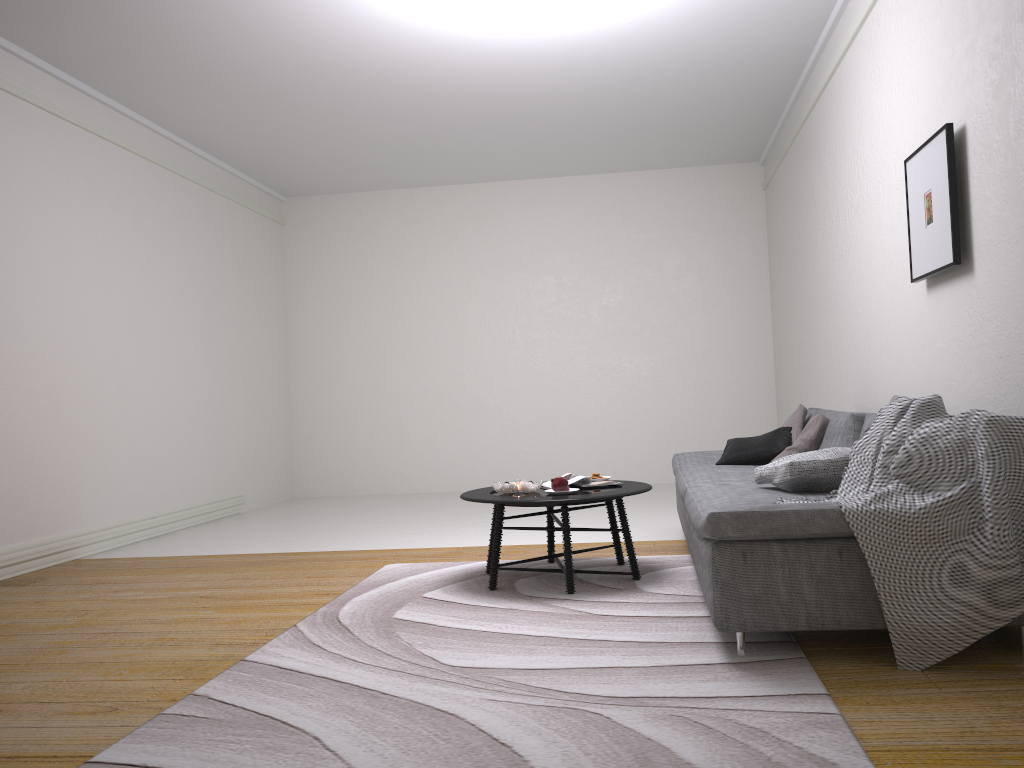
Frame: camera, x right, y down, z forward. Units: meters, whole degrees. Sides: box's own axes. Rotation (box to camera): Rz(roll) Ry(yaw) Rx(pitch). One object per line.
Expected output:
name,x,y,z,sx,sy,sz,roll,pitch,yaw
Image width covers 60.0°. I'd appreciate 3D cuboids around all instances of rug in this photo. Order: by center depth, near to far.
rug,-0.004,0.934,3.040,1.942,0.008,3.724,-3,-1,8

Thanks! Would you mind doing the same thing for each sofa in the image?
sofa,1.376,0.532,4.268,1.097,0.772,3.071,-3,-1,8

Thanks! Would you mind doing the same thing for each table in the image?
table,0.227,0.742,4.361,0.941,0.449,0.947,-3,-1,5

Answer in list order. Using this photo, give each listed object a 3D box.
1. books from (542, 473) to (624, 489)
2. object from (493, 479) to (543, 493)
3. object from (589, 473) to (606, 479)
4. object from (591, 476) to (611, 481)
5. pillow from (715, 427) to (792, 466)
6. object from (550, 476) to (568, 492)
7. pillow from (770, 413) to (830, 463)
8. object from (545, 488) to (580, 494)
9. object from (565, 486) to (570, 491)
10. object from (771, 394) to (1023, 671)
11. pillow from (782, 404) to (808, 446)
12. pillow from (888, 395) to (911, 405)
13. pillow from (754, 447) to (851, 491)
books,0.348,0.492,4.563,0.376,0.048,0.302,-2,-1,-14
object,0.031,0.506,4.399,0.250,0.062,0.256,-3,-1,15
object,0.444,0.490,4.698,0.122,0.036,0.117,-2,-2,-31
object,0.443,0.503,4.695,0.169,0.015,0.166,-3,-1,-11
pillow,1.429,0.397,5.204,0.414,0.268,0.408,-3,-1,27
object,0.233,0.481,4.236,0.108,0.082,0.090,-4,-2,42
pillow,1.609,0.327,4.997,0.336,0.318,0.424,-3,-1,7
object,0.240,0.515,4.246,0.171,0.015,0.164,-2,-2,-38
object,0.261,0.503,4.299,0.035,0.036,0.044,-3,-1,16
object,1.278,0.476,2.992,0.630,0.866,0.869,-2,-1,-27
pillow,1.659,0.352,5.432,0.346,0.448,0.486,-3,-1,28
pillow,1.398,0.239,3.245,0.241,0.390,0.428,-3,-1,8
pillow,1.268,0.363,3.728,0.408,0.194,0.402,-3,-1,-6
